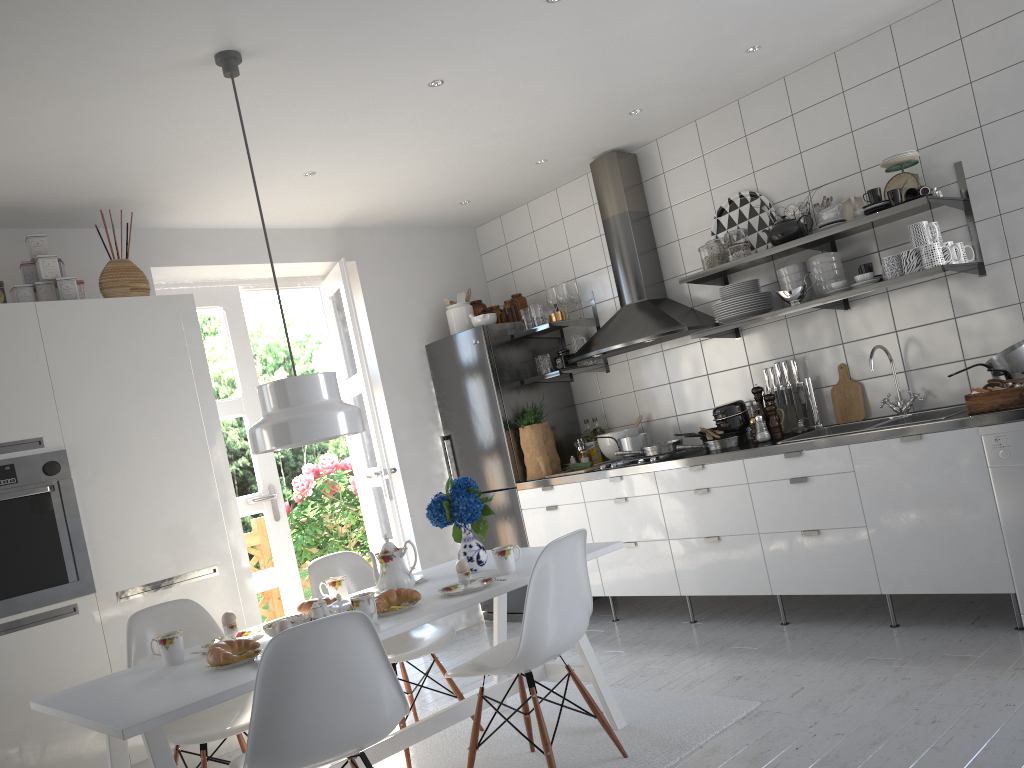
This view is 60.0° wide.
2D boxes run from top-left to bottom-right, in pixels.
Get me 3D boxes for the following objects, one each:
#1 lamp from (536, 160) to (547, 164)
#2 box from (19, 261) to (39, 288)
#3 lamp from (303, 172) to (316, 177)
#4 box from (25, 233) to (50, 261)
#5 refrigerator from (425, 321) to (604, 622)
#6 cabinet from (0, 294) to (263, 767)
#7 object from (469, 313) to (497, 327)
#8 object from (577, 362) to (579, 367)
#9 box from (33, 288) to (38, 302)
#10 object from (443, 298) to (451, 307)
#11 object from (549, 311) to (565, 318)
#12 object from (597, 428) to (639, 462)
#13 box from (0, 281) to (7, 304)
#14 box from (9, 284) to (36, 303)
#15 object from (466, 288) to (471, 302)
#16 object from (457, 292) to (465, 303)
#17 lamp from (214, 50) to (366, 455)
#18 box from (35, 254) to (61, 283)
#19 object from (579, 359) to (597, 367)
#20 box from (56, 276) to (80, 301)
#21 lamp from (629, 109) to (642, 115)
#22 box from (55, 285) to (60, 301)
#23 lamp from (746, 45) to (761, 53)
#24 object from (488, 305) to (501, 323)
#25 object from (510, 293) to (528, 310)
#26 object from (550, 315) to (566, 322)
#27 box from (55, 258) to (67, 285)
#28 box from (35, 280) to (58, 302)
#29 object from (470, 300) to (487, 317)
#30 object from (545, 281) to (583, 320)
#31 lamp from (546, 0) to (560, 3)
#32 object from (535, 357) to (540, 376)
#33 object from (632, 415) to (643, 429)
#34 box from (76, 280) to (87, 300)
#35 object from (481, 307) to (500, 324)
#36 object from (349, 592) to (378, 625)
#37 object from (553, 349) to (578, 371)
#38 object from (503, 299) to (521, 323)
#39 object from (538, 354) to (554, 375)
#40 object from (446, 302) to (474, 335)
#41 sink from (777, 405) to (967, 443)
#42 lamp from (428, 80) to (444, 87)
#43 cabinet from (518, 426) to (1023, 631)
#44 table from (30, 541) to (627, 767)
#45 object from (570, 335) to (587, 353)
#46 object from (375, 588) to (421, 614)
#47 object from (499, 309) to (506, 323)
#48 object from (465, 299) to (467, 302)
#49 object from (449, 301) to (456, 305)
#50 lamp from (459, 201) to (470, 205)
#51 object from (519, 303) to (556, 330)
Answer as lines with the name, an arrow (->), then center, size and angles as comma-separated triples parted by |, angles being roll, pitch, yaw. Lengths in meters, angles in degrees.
lamp -> 0.160, -1.243, 4.918 | 0.064, 0.030, 0.063 | -14, -3, 39
box -> -2.109, -0.477, 3.895 | 0.080, 0.111, 0.081 | -11, -2, -33
lamp -> -0.985, -1.029, 4.298 | 0.064, 0.030, 0.063 | -14, -3, 39
box -> -2.082, -0.595, 3.893 | 0.080, 0.111, 0.081 | -11, -2, -33
refrigerator -> 0.034, 0.546, 5.671 | 0.691, 1.799, 0.579 | -11, -1, -43
cabinet -> -1.945, 0.727, 3.879 | 1.372, 2.095, 0.515 | -11, -2, -43
object -> -0.167, -0.397, 5.492 | 0.159, 0.110, 0.172 | -14, -3, 42
object -> 0.400, -0.143, 5.507 | 0.109, 0.100, 0.082 | -14, -2, 36
box -> -2.123, -0.360, 3.930 | 0.081, 0.111, 0.081 | -12, -2, 12
object -> -0.375, -0.424, 5.689 | 0.054, 0.262, 0.149 | -12, -1, 22
object -> 0.271, -0.406, 5.324 | 0.099, 0.048, 0.100 | -11, -3, -20
object -> 0.644, 0.369, 5.279 | 0.247, 0.175, 0.247 | -12, -2, -3
box -> -2.158, -0.365, 3.697 | 0.080, 0.111, 0.081 | -11, -2, -33
box -> -2.110, -0.368, 3.829 | 0.080, 0.111, 0.081 | -11, -2, -43
object -> -0.282, -0.460, 5.681 | 0.131, 0.296, 0.056 | -13, -1, 27
object -> -0.326, -0.449, 5.688 | 0.064, 0.289, 0.140 | -12, -1, 20
lamp -> -0.811, -0.450, 2.954 | 0.373, 1.322, 0.374 | -12, -1, -12
box -> -2.018, -0.499, 3.853 | 0.080, 0.111, 0.081 | -11, -2, -38
object -> 0.455, -0.158, 5.446 | 0.109, 0.100, 0.082 | -14, -2, 36
box -> -1.935, -0.404, 3.863 | 0.080, 0.111, 0.081 | -11, -2, -28
lamp -> 0.613, -1.367, 4.417 | 0.064, 0.030, 0.063 | -14, -3, 39
box -> -2.029, -0.380, 3.947 | 0.081, 0.111, 0.081 | -12, -2, -23
lamp -> 1.066, -1.490, 3.915 | 0.064, 0.030, 0.063 | -14, -3, 39
object -> -0.105, -0.426, 5.925 | 0.113, 0.186, 0.113 | -12, -1, -14
object -> 0.048, -0.477, 5.671 | 0.096, 0.195, 0.097 | -11, -2, -43
object -> 0.278, -0.385, 5.322 | 0.099, 0.036, 0.100 | -11, -3, -24
box -> -2.030, -0.492, 3.941 | 0.081, 0.111, 0.081 | -12, -2, -18
box -> -2.024, -0.385, 3.858 | 0.080, 0.111, 0.081 | -11, -2, -28
object -> -0.215, -0.431, 5.852 | 0.117, 0.236, 0.118 | -12, -1, -18
object -> 0.330, -0.495, 5.493 | 0.205, 0.244, 0.193 | -11, -2, -45
lamp -> 0.146, -1.338, 3.046 | 0.064, 0.030, 0.063 | -14, -3, 39
object -> 0.186, -0.110, 5.450 | 0.086, 0.119, 0.086 | -11, -2, -33
object -> 0.688, 0.319, 5.264 | 0.222, 0.232, 0.080 | -12, -1, 8
box -> -1.942, -0.398, 3.951 | 0.080, 0.111, 0.081 | -11, -2, -28
object -> -0.142, -0.411, 5.743 | 0.113, 0.154, 0.113 | -12, -2, -15
object -> -0.445, 0.687, 2.683 | 0.078, 0.095, 0.091 | -12, -2, -7
object -> 0.319, -0.147, 5.329 | 0.100, 0.123, 0.100 | -11, -2, -33
object -> -0.002, -0.450, 5.579 | 0.093, 0.154, 0.093 | -12, -1, -21
object -> 0.201, -0.118, 5.351 | 0.086, 0.119, 0.086 | -14, -2, 43
object -> -0.323, -0.404, 5.679 | 0.174, 0.208, 0.173 | -14, -2, 42
sink -> 1.631, 0.227, 3.927 | 0.485, 0.111, 0.769 | -10, -4, -43
lamp -> -0.307, -1.214, 3.547 | 0.064, 0.030, 0.063 | -14, -3, 39
cabinet -> 1.417, 0.689, 4.278 | 0.660, 0.794, 3.253 | -11, -3, -43
table -> -0.447, 1.087, 2.964 | 1.819, 0.660, 0.817 | -10, -3, -43
object -> 0.410, -0.250, 5.471 | 0.083, 0.100, 0.109 | -12, -2, -9
object -> -0.383, 0.693, 2.854 | 0.160, 0.057, 0.124 | -11, -3, -28
object -> -0.031, -0.423, 5.728 | 0.093, 0.127, 0.093 | -12, -2, -22
object -> -0.281, -0.437, 5.688 | 0.051, 0.247, 0.114 | -12, -1, 12
object -> -0.353, -0.423, 5.699 | 0.061, 0.251, 0.117 | -12, -1, -13
lamp -> -0.292, -1.119, 5.418 | 0.064, 0.030, 0.063 | -14, -3, 39
object -> 0.158, -0.406, 5.411 | 0.191, 0.134, 0.228 | -14, -3, 37
